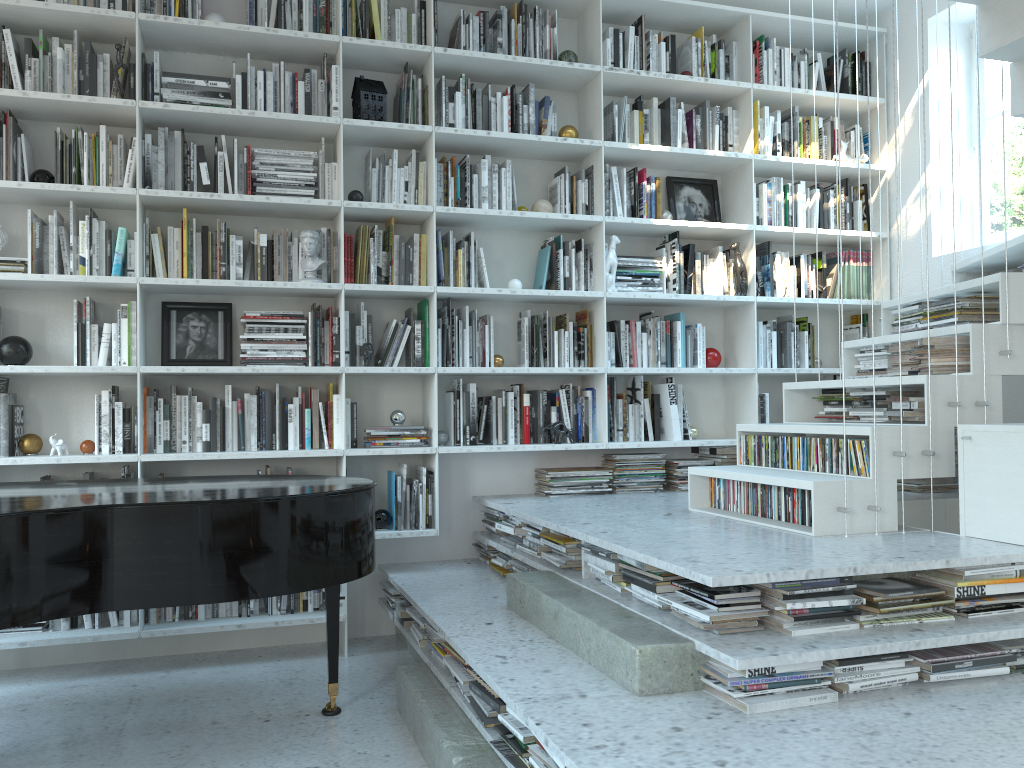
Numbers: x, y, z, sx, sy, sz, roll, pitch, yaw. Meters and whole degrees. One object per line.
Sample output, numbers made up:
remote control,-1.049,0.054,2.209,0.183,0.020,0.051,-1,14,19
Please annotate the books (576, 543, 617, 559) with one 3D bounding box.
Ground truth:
books,0.361,0.563,3.022,0.192,0.014,0.256,0,-2,-22

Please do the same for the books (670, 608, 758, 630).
books,0.558,0.648,2.471,0.161,0.014,0.212,0,-2,-14

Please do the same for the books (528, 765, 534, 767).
books,0.087,0.938,2.318,0.159,0.009,0.275,0,-2,-15

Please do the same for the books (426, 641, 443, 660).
books,-0.195,0.962,3.200,0.159,0.012,0.292,0,-2,-21

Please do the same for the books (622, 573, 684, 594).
books,0.469,0.606,2.735,0.177,0.026,0.230,0,-2,-18

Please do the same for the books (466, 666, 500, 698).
books,-0.013,0.865,2.609,0.170,0.014,0.281,0,-2,-21

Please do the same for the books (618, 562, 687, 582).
books,0.467,0.572,2.735,0.168,0.013,0.281,0,-2,-21

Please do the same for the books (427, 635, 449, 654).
books,-0.196,0.930,3.200,0.159,0.011,0.246,0,-2,-22

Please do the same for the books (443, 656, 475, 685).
books,-0.107,0.929,2.903,0.182,0.013,0.287,0,-2,-17

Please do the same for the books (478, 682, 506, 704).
books,0.000,0.889,2.612,0.142,0.017,0.239,0,-2,-22

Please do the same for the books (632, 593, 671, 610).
books,0.478,0.664,2.736,0.142,0.020,0.231,0,-2,-13

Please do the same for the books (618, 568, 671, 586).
books,0.465,0.588,2.734,0.187,0.009,0.250,0,-2,-18

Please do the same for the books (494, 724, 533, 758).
books,0.075,0.919,2.315,0.189,0.013,0.215,0,-2,-20

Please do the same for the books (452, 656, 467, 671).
books,-0.099,0.896,2.906,0.169,0.009,0.241,0,-2,-18

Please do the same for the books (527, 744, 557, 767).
books,0.168,0.869,2.029,0.168,0.013,0.281,0,-2,-23

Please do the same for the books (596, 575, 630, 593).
books,0.389,0.676,3.028,0.132,0.016,0.262,0,-2,-13

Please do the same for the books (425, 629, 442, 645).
books,-0.201,0.907,3.199,0.169,0.009,0.241,0,-2,-22

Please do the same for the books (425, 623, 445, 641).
books,-0.200,0.880,3.200,0.171,0.015,0.253,0,-2,-21

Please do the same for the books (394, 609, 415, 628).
books,-0.388,0.995,3.788,0.189,0.030,0.237,0,-2,-18

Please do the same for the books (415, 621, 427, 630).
books,-0.294,0.930,3.496,0.171,0.020,0.193,0,-2,-14

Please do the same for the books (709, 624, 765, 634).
books,0.573,0.659,2.476,0.144,0.009,0.249,0,-2,-18

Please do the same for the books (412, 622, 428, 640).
books,-0.290,0.966,3.496,0.172,0.014,0.221,0,-2,-17

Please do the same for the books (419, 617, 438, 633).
books,-0.212,0.858,3.196,0.193,0.005,0.225,0,-2,-22

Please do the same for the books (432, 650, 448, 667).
books,-0.190,0.983,3.201,0.157,0.014,0.180,0,-2,-21

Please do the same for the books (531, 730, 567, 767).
books,0.166,0.821,2.030,0.182,0.016,0.257,0,-2,-15

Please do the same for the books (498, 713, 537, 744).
books,0.078,0.887,2.316,0.180,0.017,0.183,0,-2,-21

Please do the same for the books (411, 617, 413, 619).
books,-0.377,0.975,3.792,0.147,0.012,0.206,0,-2,-23

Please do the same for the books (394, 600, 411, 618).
books,-0.396,0.955,3.786,0.191,0.028,0.212,0,-2,-14

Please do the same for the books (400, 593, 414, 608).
books,-0.380,0.918,3.792,0.160,0.009,0.291,0,-2,-16

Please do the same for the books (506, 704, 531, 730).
books,0.092,0.865,2.321,0.141,0.028,0.222,0,-2,-23

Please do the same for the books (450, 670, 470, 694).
books,-0.104,0.968,2.903,0.161,0.008,0.254,0,-2,-13

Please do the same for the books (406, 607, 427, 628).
books,-0.297,0.912,3.495,0.180,0.015,0.294,0,-2,-20

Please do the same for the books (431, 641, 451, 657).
books,-0.190,0.950,3.201,0.165,0.012,0.205,0,-2,-18

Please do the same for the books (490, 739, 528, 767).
books,0.070,0.958,2.312,0.193,0.005,0.225,0,-2,-22

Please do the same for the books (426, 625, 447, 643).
books,-0.207,0.895,3.197,0.182,0.016,0.199,0,-2,-13

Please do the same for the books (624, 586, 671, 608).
books,0.474,0.651,2.735,0.154,0.007,0.292,0,-2,-15

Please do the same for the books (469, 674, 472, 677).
books,-0.095,0.905,2.907,0.155,0.009,0.297,0,-2,-17

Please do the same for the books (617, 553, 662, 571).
books,0.454,0.540,2.731,0.189,0.022,0.237,0,-2,-13

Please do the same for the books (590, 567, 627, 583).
books,0.380,0.643,3.027,0.167,0.024,0.192,0,-2,-17

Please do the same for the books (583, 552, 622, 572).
books,0.374,0.602,3.025,0.174,0.029,0.250,0,-2,-20

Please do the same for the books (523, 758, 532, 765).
books,0.081,0.929,2.316,0.180,0.008,0.267,0,-2,-19

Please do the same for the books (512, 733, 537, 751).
books,0.081,0.899,2.317,0.171,0.007,0.260,0,-2,-15

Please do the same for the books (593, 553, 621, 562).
books,0.383,0.579,3.029,0.145,0.017,0.208,0,-2,-23

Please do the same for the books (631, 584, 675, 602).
books,0.479,0.633,2.737,0.155,0.028,0.189,0,-2,-17

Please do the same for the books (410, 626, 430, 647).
books,-0.296,0.986,3.494,0.177,0.026,0.230,0,-2,-15

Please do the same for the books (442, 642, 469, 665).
books,-0.110,0.872,2.903,0.179,0.012,0.249,0,-2,-21

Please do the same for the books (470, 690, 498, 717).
books,-0.012,0.928,2.608,0.177,0.011,0.220,0,-2,-16

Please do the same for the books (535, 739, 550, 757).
books,0.176,0.850,2.032,0.175,0.006,0.251,0,-2,-18

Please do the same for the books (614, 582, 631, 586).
books,0.397,0.661,3.031,0.136,0.013,0.258,0,-2,-18

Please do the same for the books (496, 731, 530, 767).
books,0.085,0.945,2.317,0.171,0.005,0.297,0,-2,-19

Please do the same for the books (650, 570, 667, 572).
books,0.467,0.554,2.735,0.170,0.008,0.208,0,-2,-15

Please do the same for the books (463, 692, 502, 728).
books,-0.021,0.947,2.605,0.189,0.009,0.291,0,-2,-15

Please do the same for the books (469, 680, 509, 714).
books,-0.010,0.910,2.609,0.160,0.025,0.244,0,-2,-23

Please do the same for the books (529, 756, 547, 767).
books,0.167,0.893,2.028,0.191,0.015,0.246,0,-2,-17

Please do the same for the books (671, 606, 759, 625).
books,0.564,0.633,2.474,0.152,0.015,0.208,0,-2,-21

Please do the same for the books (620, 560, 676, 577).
books,0.467,0.562,2.735,0.171,0.007,0.260,0,-2,-20

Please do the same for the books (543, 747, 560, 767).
books,0.166,0.834,2.029,0.178,0.010,0.196,0,-2,-13

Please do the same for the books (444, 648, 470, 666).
books,-0.107,0.885,2.904,0.165,0.014,0.236,0,-2,-23

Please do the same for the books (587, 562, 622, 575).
books,0.369,0.624,3.023,0.178,0.015,0.187,0,-2,-13
